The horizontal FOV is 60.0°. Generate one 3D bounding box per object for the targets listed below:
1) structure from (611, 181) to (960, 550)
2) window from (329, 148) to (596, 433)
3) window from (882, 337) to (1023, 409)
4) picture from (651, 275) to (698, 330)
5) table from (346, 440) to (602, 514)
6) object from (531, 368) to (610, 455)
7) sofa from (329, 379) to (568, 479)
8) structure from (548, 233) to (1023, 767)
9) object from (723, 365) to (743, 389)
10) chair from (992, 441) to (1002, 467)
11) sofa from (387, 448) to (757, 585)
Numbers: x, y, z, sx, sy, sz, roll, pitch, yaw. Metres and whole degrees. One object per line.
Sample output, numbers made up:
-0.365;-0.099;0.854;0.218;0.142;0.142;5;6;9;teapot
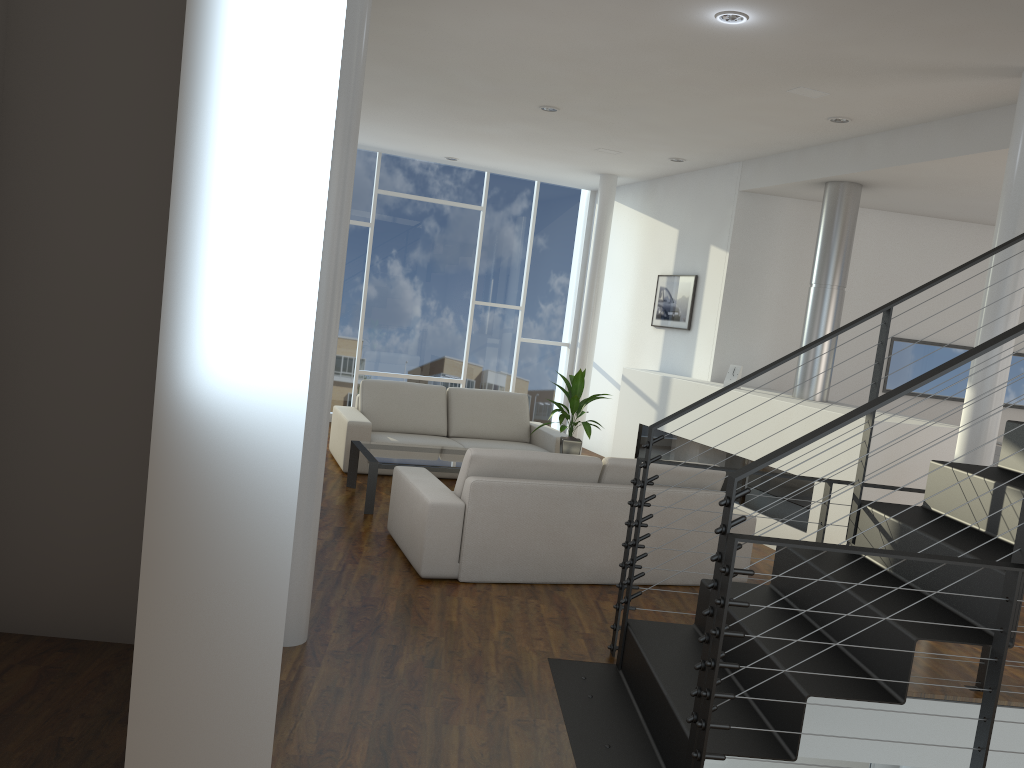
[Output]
1.723;-0.192;5.812;0.751;2.211;2.741;5;5;-21;structure
-0.755;-2.373;7.866;3.417;5.649;0.090;5;6;-20;window
3.724;-0.029;6.599;2.024;0.409;0.165;7;6;-4;window
1.261;-0.643;6.925;0.020;0.416;0.573;5;5;-20;picture
-0.121;0.588;5.284;1.609;0.285;0.659;5;5;-19;table
0.389;0.196;5.360;0.432;0.603;0.456;3;7;-35;object
-0.420;0.325;6.293;1.612;0.567;0.800;5;5;-19;sofa
2.368;0.762;2.727;4.362;6.314;1.091;7;6;-4;structure
1.473;-0.050;5.896;0.061;0.151;0.100;3;7;-34;object
3.026;0.734;5.273;0.555;0.767;0.427;7;6;1;chair
0.281;0.569;4.296;1.612;0.567;0.800;5;5;-19;sofa
